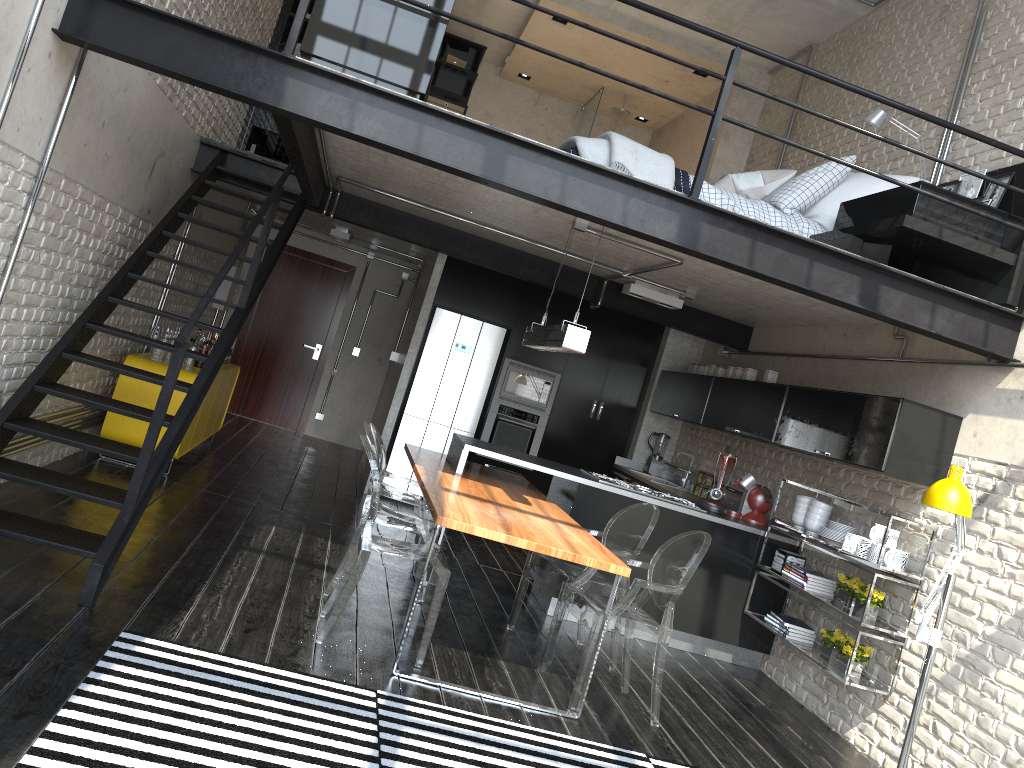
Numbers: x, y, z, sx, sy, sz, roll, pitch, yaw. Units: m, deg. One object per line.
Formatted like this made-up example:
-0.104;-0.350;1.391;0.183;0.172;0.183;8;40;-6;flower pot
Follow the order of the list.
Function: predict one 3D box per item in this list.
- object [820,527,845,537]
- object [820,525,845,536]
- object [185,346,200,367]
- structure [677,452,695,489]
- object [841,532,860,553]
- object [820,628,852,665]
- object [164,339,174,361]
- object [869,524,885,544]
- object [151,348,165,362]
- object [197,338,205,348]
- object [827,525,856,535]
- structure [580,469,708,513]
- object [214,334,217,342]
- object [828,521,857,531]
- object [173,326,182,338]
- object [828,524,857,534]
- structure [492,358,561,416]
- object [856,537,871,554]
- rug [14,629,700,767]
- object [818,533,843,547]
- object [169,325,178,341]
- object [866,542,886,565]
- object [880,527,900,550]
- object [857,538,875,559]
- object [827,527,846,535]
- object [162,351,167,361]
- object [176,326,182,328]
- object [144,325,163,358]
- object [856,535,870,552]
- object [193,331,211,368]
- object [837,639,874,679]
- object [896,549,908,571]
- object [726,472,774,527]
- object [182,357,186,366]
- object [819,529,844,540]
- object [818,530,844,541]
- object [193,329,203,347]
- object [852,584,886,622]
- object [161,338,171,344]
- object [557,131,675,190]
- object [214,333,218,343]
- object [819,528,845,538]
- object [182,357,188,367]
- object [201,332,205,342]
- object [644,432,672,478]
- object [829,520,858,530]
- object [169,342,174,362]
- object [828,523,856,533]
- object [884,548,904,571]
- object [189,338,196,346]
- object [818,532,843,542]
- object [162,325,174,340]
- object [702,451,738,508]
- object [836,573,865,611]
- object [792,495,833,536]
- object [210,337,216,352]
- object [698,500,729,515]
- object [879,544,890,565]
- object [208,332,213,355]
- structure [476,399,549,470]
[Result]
1.992;0.922;5.376;0.249;0.031;0.254;17;0;-41;object
1.994;0.915;5.376;0.249;0.031;0.254;17;0;-41;object
-2.502;-0.213;6.902;0.087;0.156;0.087;17;-3;3;object
1.554;0.782;8.119;0.176;0.312;0.089;17;-3;-10;structure
1.976;0.924;5.159;0.083;0.100;0.107;16;-2;24;object
1.873;1.513;5.118;0.182;0.192;0.174;17;-2;2;object
-2.655;-0.260;6.878;0.087;0.156;0.087;17;-3;3;object
2.086;0.853;5.045;0.108;0.100;0.082;17;-2;4;object
-2.612;-0.228;6.533;0.096;0.120;0.094;15;-3;42;object
-2.627;-0.282;7.389;0.101;0.212;0.100;17;-3;5;object
1.999;0.901;5.376;0.170;0.030;0.171;17;0;-5;object
0.921;0.742;6.243;0.809;0.026;0.502;17;0;-10;structure
-2.541;-0.311;7.496;0.072;0.321;0.073;18;-3;-19;object
2.007;0.876;5.378;0.170;0.030;0.171;17;0;-5;object
-2.808;-0.354;7.330;0.093;0.245;0.091;14;-4;41;object
2.002;0.892;5.377;0.170;0.030;0.171;17;0;-5;object
0.112;0.016;8.865;0.579;0.422;0.448;17;-2;-10;structure
2.042;0.944;5.083;0.108;0.100;0.083;18;-2;-21;object
0.369;1.556;2.047;3.391;0.004;3.498;17;0;-10;rug
1.980;0.961;5.373;0.249;0.031;0.254;17;0;-41;object
-2.793;-0.350;7.198;0.093;0.245;0.091;14;-4;41;object
2.023;0.938;4.886;0.108;0.100;0.083;18;-2;-21;object
2.108;0.860;4.912;0.108;0.100;0.083;18;-2;-21;object
2.003;0.933;4.999;0.083;0.100;0.107;16;-2;24;object
1.997;0.909;5.376;0.170;0.030;0.171;17;0;-5;object
-2.639;-0.226;6.637;0.093;0.100;0.092;16;-2;28;object
-2.829;-0.361;7.452;0.093;0.245;0.091;14;-4;41;object
-2.684;-0.315;6.629;0.092;0.245;0.093;18;-3;-27;object
2.050;0.946;5.190;0.083;0.100;0.107;16;-2;24;object
-2.465;-0.280;7.085;0.081;0.310;0.081;18;-3;-18;object
1.909;1.524;4.938;0.176;0.192;0.181;17;-2;12;object
2.157;0.980;4.935;0.083;0.100;0.107;16;-2;24;object
1.757;0.833;6.471;0.347;0.342;0.221;18;-3;-25;object
-2.491;-0.192;6.625;0.096;0.120;0.095;17;-2;7;object
1.987;0.938;5.375;0.249;0.031;0.254;17;0;-41;object
1.985;0.946;5.374;0.249;0.031;0.254;17;0;-41;object
-2.599;-0.314;7.263;0.115;0.293;0.113;16;-3;18;object
1.998;1.218;4.955;0.182;0.192;0.174;17;-2;2;object
-2.680;-0.268;6.783;0.087;0.156;0.087;17;-3;3;object
0.527;-1.374;6.343;0.679;0.661;2.520;17;0;-9;object
-2.515;-0.295;7.412;0.081;0.308;0.081;18;-3;-15;object
1.990;0.930;5.375;0.249;0.031;0.254;17;0;-41;object
-2.513;-0.188;6.730;0.093;0.100;0.092;16;-2;28;object
-2.774;-0.344;7.865;0.119;0.240;0.118;17;-3;7;object
1.394;0.674;8.589;0.222;0.424;0.162;17;-3;-10;object
2.010;0.867;5.378;0.170;0.030;0.171;17;0;-5;object
-2.584;-0.239;6.812;0.087;0.156;0.087;17;-3;3;object
2.005;0.884;5.377;0.170;0.030;0.171;17;0;-5;object
2.089;0.959;4.861;0.108;0.100;0.082;17;-2;4;object
-2.599;-0.270;7.131;0.087;0.206;0.086;16;-3;15;object
1.983;0.954;5.374;0.249;0.031;0.254;17;0;-41;object
-2.778;-0.345;7.075;0.093;0.245;0.091;14;-4;41;object
1.679;0.763;7.105;0.211;0.428;0.201;17;-3;5;object
1.964;1.207;5.143;0.176;0.192;0.181;17;-2;12;object
1.953;0.854;5.781;0.149;0.217;0.310;17;-1;-13;object
-2.497;-0.264;7.297;0.067;0.258;0.099;17;-3;-5;object
1.425;0.882;6.294;0.228;0.050;0.308;17;0;19;object
2.074;0.954;4.974;0.108;0.100;0.082;17;-2;4;object
-2.482;-0.298;7.196;0.079;0.330;0.080;18;-3;-19;object
-0.028;0.485;8.818;0.579;0.559;0.485;17;-2;-10;structure
